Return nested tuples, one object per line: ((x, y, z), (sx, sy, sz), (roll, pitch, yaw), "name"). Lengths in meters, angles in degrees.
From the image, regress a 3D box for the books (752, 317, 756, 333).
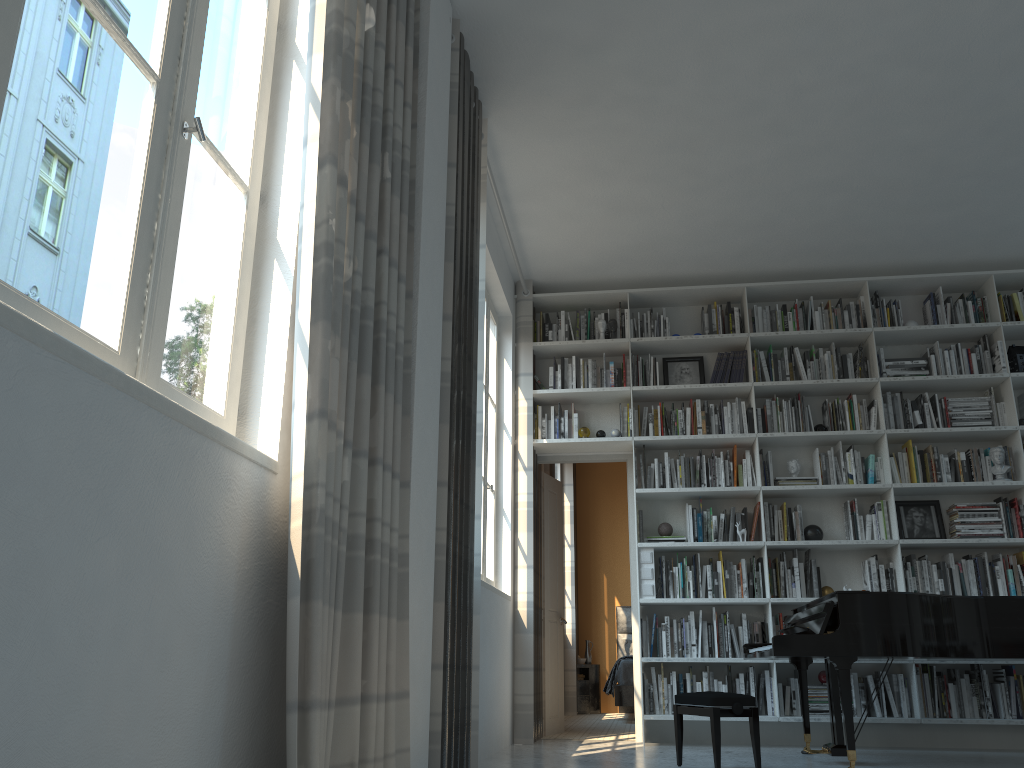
((1.768, -0.383, 6.507), (0.024, 0.182, 0.134), (-2, -18, 8), "books")

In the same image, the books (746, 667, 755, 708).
((1.558, 1.998, 5.771), (0.021, 0.294, 0.188), (-2, -18, 8), "books")

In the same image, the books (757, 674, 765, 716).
((1.615, 2.021, 5.777), (0.065, 0.255, 0.156), (-2, -18, 8), "books")

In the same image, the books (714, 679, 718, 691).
((1.330, 2.043, 5.790), (0.021, 0.217, 0.191), (-2, -18, 8), "books")

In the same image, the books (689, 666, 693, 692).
((1.178, 2.010, 5.823), (0.013, 0.299, 0.184), (-2, -18, 8), "books")

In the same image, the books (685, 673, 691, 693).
((1.161, 2.036, 5.833), (0.027, 0.255, 0.161), (-2, -18, 8), "books")

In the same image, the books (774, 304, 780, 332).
((1.937, -0.432, 6.484), (0.010, 0.263, 0.161), (-2, -18, 8), "books")

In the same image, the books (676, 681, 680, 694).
((1.093, 2.063, 5.836), (0.022, 0.205, 0.159), (-2, -18, 8), "books")

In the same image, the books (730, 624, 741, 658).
((1.473, 1.709, 5.884), (0.059, 0.215, 0.178), (-2, -18, 8), "books")

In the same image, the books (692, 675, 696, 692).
((1.199, 2.041, 5.832), (0.022, 0.245, 0.135), (-2, -18, 8), "books")

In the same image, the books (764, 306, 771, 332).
((1.866, -0.423, 6.494), (0.023, 0.250, 0.171), (-2, -18, 8), "books")

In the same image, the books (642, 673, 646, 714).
((0.875, 2.049, 5.875), (0.012, 0.253, 0.161), (-2, -18, 8), "books")

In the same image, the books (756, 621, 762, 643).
((1.634, 1.697, 5.876), (0.026, 0.235, 0.141), (-2, -18, 8), "books")

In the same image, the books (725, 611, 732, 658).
((1.437, 1.669, 5.899), (0.013, 0.300, 0.173), (-2, -18, 8), "books")

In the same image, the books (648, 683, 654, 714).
((0.914, 2.070, 5.835), (0.029, 0.190, 0.177), (-2, -18, 8), "books")

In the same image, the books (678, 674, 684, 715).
((1.115, 2.041, 5.843), (0.022, 0.251, 0.140), (-2, -18, 8), "books")

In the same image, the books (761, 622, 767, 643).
((1.661, 1.696, 5.863), (0.030, 0.230, 0.151), (-2, -18, 8), "books")

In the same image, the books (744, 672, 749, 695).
((1.531, 2.023, 5.799), (0.040, 0.263, 0.138), (-2, -18, 8), "books")

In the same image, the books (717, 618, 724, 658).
((1.383, 1.698, 5.913), (0.029, 0.253, 0.153), (-2, -18, 8), "books")

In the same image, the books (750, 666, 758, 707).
((1.574, 1.993, 5.768), (0.012, 0.302, 0.166), (-2, -18, 8), "books")

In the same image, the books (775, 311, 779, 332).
((1.925, -0.405, 6.476), (0.015, 0.206, 0.167), (-2, -18, 8), "books")

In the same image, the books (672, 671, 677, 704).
((1.068, 2.030, 5.833), (0.023, 0.265, 0.177), (-2, -18, 8), "books")

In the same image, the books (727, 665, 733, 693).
((1.432, 2.003, 5.812), (0.013, 0.309, 0.131), (-2, -18, 8), "books")

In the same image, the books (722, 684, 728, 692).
((1.383, 2.053, 5.771), (0.031, 0.187, 0.190), (-2, -18, 8), "books")

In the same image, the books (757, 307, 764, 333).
((1.816, -0.422, 6.502), (0.031, 0.254, 0.146), (-2, -18, 8), "books")

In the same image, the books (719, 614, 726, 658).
((1.405, 1.684, 5.918), (0.013, 0.283, 0.139), (-2, -18, 8), "books")

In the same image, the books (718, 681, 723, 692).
((1.354, 2.048, 5.784), (0.028, 0.205, 0.171), (-2, -18, 8), "books")

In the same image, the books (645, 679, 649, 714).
((0.892, 2.067, 5.867), (0.023, 0.215, 0.159), (-2, -18, 8), "books")

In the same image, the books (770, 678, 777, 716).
((1.677, 2.017, 5.726), (0.017, 0.232, 0.213), (-2, -18, 8), "books")

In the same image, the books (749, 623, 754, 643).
((1.584, 1.705, 5.888), (0.030, 0.226, 0.140), (-2, -18, 8), "books")

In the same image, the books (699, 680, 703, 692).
((1.247, 2.058, 5.826), (0.014, 0.210, 0.146), (-2, -18, 8), "books")

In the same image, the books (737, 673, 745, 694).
((1.495, 2.021, 5.780), (0.027, 0.255, 0.179), (-2, -18, 8), "books")

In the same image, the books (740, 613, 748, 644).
((1.545, 1.675, 5.894), (0.025, 0.287, 0.131), (-2, -18, 8), "books")

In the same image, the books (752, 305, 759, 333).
((1.792, -0.427, 6.527), (0.021, 0.278, 0.141), (-2, -18, 8), "books")

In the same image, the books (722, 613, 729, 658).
((1.421, 1.676, 5.905), (0.022, 0.289, 0.138), (-2, -18, 8), "books")

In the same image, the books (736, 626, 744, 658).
((1.519, 1.719, 5.893), (0.030, 0.202, 0.142), (-2, -18, 8), "books")

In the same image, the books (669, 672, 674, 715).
((1.050, 2.031, 5.829), (0.013, 0.260, 0.174), (-2, -18, 8), "books")

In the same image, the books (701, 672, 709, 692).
((1.266, 2.023, 5.806), (0.031, 0.265, 0.187), (-2, -18, 8), "books")

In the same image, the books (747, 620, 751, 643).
((1.559, 1.689, 5.859), (0.011, 0.239, 0.175), (-2, -18, 8), "books")

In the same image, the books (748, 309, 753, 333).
((1.740, -0.413, 6.504), (0.029, 0.236, 0.157), (-2, -18, 8), "books")

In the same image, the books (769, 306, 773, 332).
((1.883, -0.424, 6.487), (0.012, 0.249, 0.174), (-2, -18, 8), "books")

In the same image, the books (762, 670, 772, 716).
((1.661, 2.011, 5.776), (0.027, 0.275, 0.144), (-2, -18, 8), "books")

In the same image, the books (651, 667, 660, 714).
((0.945, 2.024, 5.861), (0.044, 0.292, 0.182), (-2, -18, 8), "books")

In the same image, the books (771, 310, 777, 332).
((1.901, -0.409, 6.466), (0.029, 0.207, 0.179), (-2, -18, 8), "books")

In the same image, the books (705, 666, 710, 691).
((1.291, 2.010, 5.827), (0.014, 0.303, 0.140), (-2, -18, 8), "books")

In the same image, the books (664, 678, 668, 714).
((1.013, 2.053, 5.840), (0.022, 0.225, 0.155), (-2, -18, 8), "books")

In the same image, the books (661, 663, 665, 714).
((0.998, 2.012, 5.861), (0.011, 0.317, 0.158), (-2, -18, 8), "books")

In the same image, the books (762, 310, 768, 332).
((1.842, -0.408, 6.489), (0.023, 0.219, 0.182), (-2, -18, 8), "books")

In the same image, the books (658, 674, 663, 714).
((0.980, 2.047, 5.856), (0.024, 0.245, 0.143), (-2, -18, 8), "books")

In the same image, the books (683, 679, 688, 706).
((1.135, 2.052, 5.826), (0.022, 0.220, 0.163), (-2, -18, 8), "books")

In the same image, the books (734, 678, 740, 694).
((1.471, 2.038, 5.782), (0.022, 0.224, 0.141), (-2, -18, 8), "books")

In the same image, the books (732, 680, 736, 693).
((1.450, 2.048, 5.794), (0.024, 0.213, 0.137), (-2, -18, 8), "books")

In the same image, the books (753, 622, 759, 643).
((1.605, 1.691, 5.844), (0.023, 0.227, 0.191), (-2, -18, 8), "books")

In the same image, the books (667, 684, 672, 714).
((1.035, 2.074, 5.838), (0.022, 0.185, 0.146), (-2, -18, 8), "books")

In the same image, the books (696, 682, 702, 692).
((1.221, 2.054, 5.799), (0.030, 0.201, 0.168), (-2, -18, 8), "books")

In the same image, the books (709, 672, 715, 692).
((1.307, 2.021, 5.801), (0.025, 0.265, 0.160), (-2, -18, 8), "books")

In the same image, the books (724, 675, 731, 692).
((1.410, 2.026, 5.776), (0.023, 0.243, 0.188), (-2, -18, 8), "books")
